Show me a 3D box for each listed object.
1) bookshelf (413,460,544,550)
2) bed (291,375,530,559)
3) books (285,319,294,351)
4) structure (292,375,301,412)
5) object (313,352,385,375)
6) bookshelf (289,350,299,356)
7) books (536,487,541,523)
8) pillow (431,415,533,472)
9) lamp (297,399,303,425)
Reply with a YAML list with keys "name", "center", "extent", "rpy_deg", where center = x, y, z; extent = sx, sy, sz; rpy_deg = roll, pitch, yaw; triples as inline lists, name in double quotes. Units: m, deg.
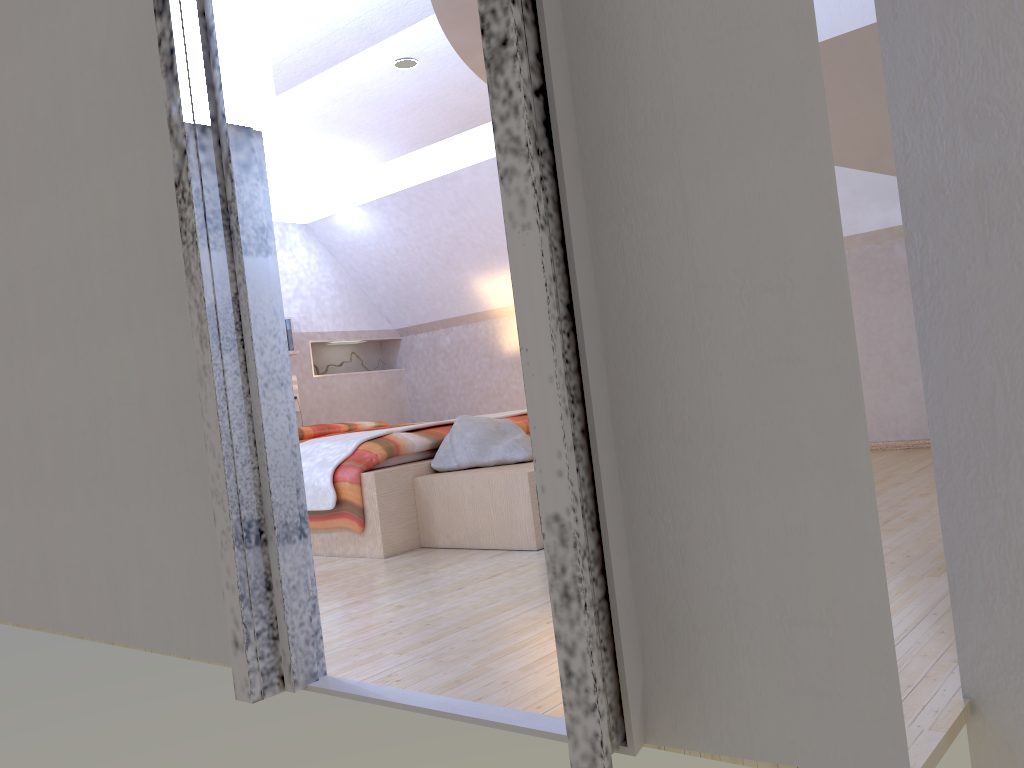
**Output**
- name: "bookshelf"
  center: [0.311, 0.470, 4.195]
  extent: [0.643, 0.303, 1.495]
  rpy_deg: [-7, -1, 40]
- name: "bed"
  center: [-1.116, 0.312, 5.374]
  extent: [3.009, 0.994, 2.087]
  rpy_deg: [-7, -1, 40]
- name: "books"
  center: [-1.814, -0.382, 6.856]
  extent: [0.200, 0.281, 0.145]
  rpy_deg: [-7, -1, 40]
- name: "structure"
  center: [-1.733, 0.077, 7.044]
  extent: [0.034, 0.286, 0.077]
  rpy_deg: [-7, -1, 40]
- name: "object"
  center: [-1.398, -0.184, 7.710]
  extent: [0.085, 0.193, 0.905]
  rpy_deg: [-7, -1, 40]
- name: "bookshelf"
  center: [-2.022, -0.203, 6.577]
  extent: [0.223, 0.028, 0.916]
  rpy_deg: [-7, -1, 40]
- name: "books"
  center: [0.204, 0.481, 3.788]
  extent: [0.157, 0.193, 0.652]
  rpy_deg: [-7, -1, 40]
- name: "pillow"
  center: [-0.114, 0.256, 4.114]
  extent: [0.470, 0.241, 0.498]
  rpy_deg: [-7, -1, 5]
- name: "lamp"
  center: [-0.515, 0.352, 6.484]
  extent: [2.551, 0.788, 0.396]
  rpy_deg: [-7, -1, 31]
